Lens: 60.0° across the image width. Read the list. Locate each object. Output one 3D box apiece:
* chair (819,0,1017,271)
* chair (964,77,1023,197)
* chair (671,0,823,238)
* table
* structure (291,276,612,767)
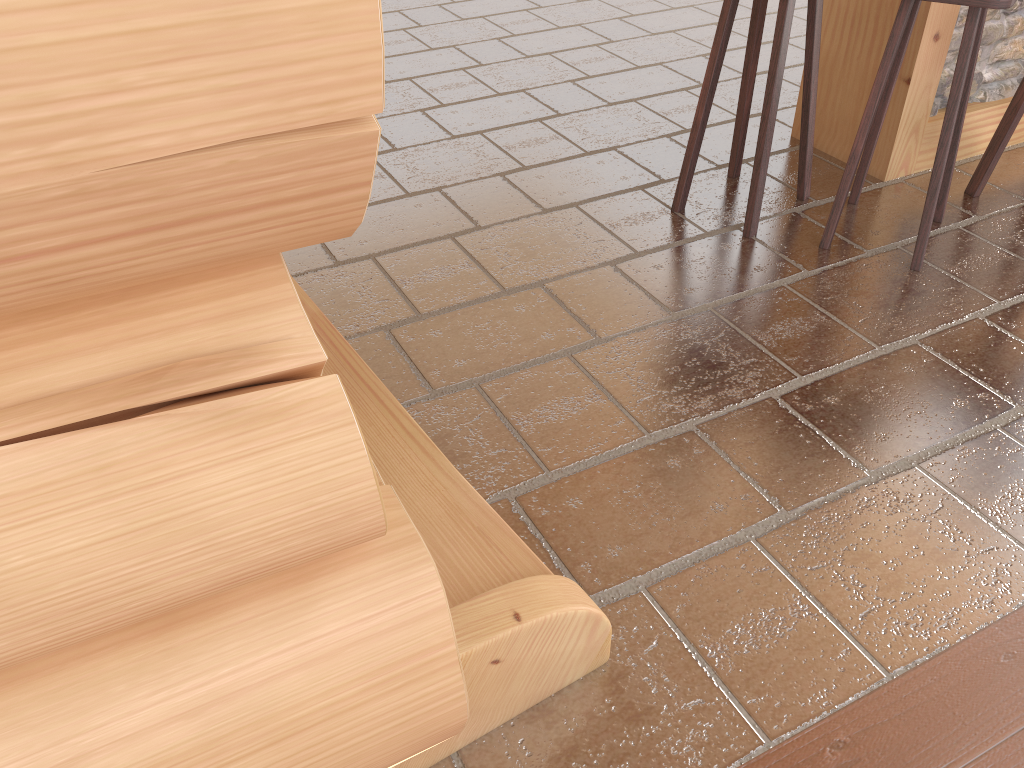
[{"bbox_3d":[1.306,-1.052,2.754,0.406,1.319,0.504,19,42,24],"label":"chair"},{"bbox_3d":[1.975,-1.152,2.872,0.406,1.319,0.504,-12,39,-14],"label":"chair"},{"bbox_3d":[0.845,-1.197,2.950,0.406,1.319,0.504,29,46,33],"label":"chair"},{"bbox_3d":[2.370,-1.908,3.899,3.220,1.257,1.196,-18,41,-21],"label":"table"},{"bbox_3d":[-1.622,-0.662,2.044,1.951,1.643,3.604,-23,43,-26],"label":"structure"}]
